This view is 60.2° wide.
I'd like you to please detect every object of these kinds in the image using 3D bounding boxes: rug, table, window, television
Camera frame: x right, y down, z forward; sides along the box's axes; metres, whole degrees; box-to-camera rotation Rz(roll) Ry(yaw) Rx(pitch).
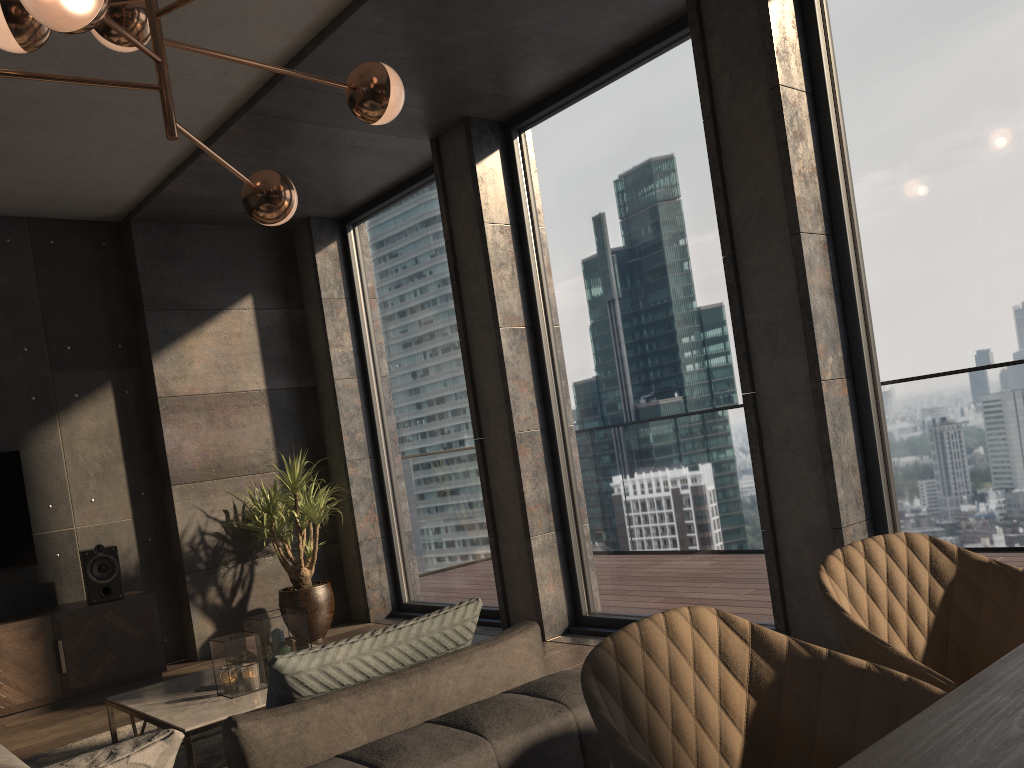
[{"bbox_3d":[-0.942,1.496,3.225,1.719,0.020,3.168,-5,-6,-41],"label":"rug"},{"bbox_3d":[-1.058,1.388,3.703,0.925,0.309,0.937,-5,-5,-41],"label":"table"},{"bbox_3d":[1.291,-0.296,3.881,0.198,3.000,7.321,-9,-2,-41],"label":"window"},{"bbox_3d":[1.048,0.650,0.927,1.458,0.769,0.774,-6,-3,-41],"label":"table"},{"bbox_3d":[-3.502,0.820,5.109,1.258,0.736,0.058,-6,-1,-41],"label":"television"}]

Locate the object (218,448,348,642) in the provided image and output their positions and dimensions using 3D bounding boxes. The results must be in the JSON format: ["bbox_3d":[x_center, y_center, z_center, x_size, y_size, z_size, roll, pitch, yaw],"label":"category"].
[{"bbox_3d":[-1.571,1.122,6.155,0.949,1.361,1.027,-8,-1,-10],"label":"object"}]

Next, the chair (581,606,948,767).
[{"bbox_3d":[0.430,0.723,1.142,0.514,0.837,0.551,-9,-1,44],"label":"chair"}]

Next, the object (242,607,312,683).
[{"bbox_3d":[-0.973,1.085,3.681,0.198,0.261,0.198,-8,-1,-41],"label":"object"}]

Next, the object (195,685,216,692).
[{"bbox_3d":[-1.205,1.240,3.611,0.181,0.012,0.046,-9,-4,11],"label":"object"}]

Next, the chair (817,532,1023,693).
[{"bbox_3d":[0.887,0.685,1.541,0.552,0.837,0.513,-8,-1,-31],"label":"chair"}]

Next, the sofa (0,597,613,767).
[{"bbox_3d":[-1.348,1.101,2.364,2.012,0.784,2.933,-5,-5,-41],"label":"sofa"}]

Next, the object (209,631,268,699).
[{"bbox_3d":[-1.083,1.108,3.496,0.147,0.221,0.151,-8,-1,-41],"label":"object"}]

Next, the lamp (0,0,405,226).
[{"bbox_3d":[-0.854,-1.138,2.371,1.020,1.038,1.458,-9,-3,25],"label":"lamp"}]

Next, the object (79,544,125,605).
[{"bbox_3d":[-2.547,1.168,5.480,0.197,0.354,0.250,-8,-1,-31],"label":"object"}]

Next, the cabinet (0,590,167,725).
[{"bbox_3d":[-3.251,1.689,4.931,2.394,0.551,0.544,-5,-3,-41],"label":"cabinet"}]
